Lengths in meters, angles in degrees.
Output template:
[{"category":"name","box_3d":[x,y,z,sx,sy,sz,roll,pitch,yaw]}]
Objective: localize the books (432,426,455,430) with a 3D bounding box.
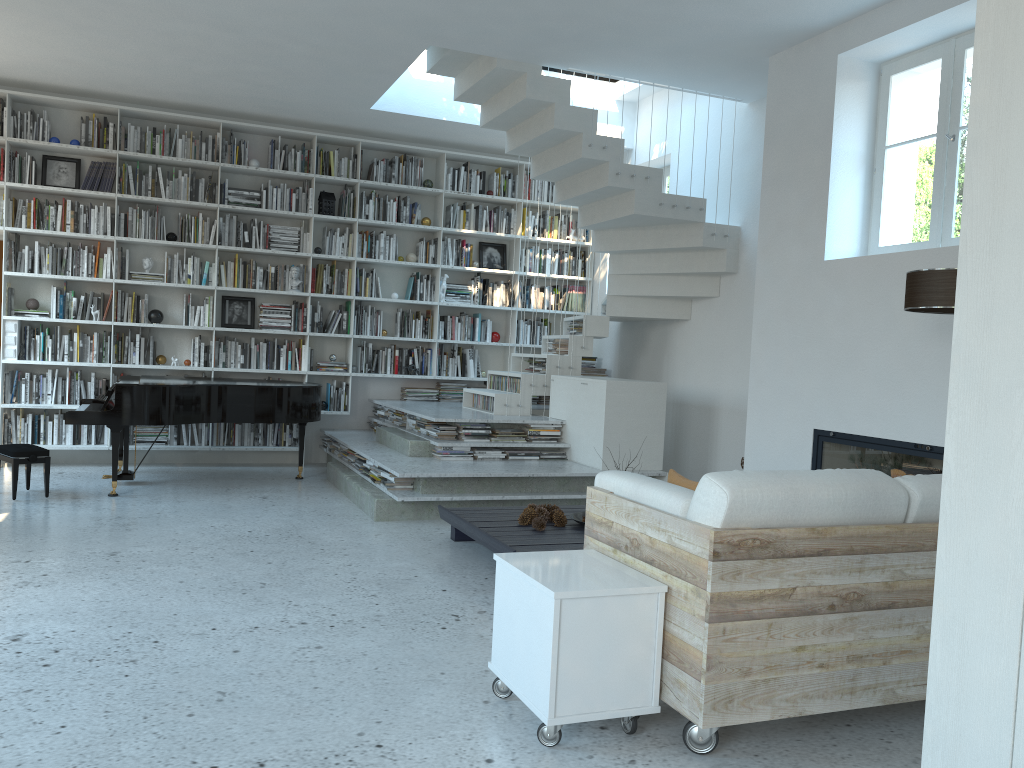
[{"category":"books","box_3d":[-0.542,0.345,7.026,0.132,0.009,0.269,2,2,-18]}]

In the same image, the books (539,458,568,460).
[{"category":"books","box_3d":[0.310,0.600,7.149,0.261,0.006,0.151,2,2,-26]}]

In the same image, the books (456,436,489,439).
[{"category":"books","box_3d":[-0.314,0.423,7.023,0.227,0.013,0.148,2,2,-24]}]

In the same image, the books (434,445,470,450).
[{"category":"books","box_3d":[-0.458,0.486,6.830,0.234,0.025,0.157,2,2,-27]}]

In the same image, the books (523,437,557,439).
[{"category":"books","box_3d":[0.223,0.435,7.240,0.262,0.016,0.131,2,2,-27]}]

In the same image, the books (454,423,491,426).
[{"category":"books","box_3d":[-0.313,0.321,7.029,0.261,0.016,0.128,2,2,-23]}]

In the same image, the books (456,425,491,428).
[{"category":"books","box_3d":[-0.306,0.334,7.010,0.228,0.009,0.159,2,2,-26]}]

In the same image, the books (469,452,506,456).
[{"category":"books","box_3d":[-0.199,0.544,6.942,0.272,0.012,0.158,2,2,-24]}]

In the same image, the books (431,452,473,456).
[{"category":"books","box_3d":[-0.463,0.541,6.836,0.285,0.008,0.159,2,2,-24]}]

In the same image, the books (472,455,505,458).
[{"category":"books","box_3d":[-0.196,0.560,6.933,0.232,0.019,0.169,2,2,-27]}]

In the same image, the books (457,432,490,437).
[{"category":"books","box_3d":[-0.306,0.399,7.005,0.215,0.013,0.189,2,2,-23]}]

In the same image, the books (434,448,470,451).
[{"category":"books","box_3d":[-0.464,0.503,6.843,0.257,0.010,0.132,2,2,-18]}]

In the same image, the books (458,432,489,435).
[{"category":"books","box_3d":[-0.309,0.387,7.014,0.210,0.012,0.168,2,2,-21]}]

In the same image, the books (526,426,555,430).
[{"category":"books","box_3d":[0.232,0.352,7.222,0.192,0.024,0.167,2,2,-17]}]

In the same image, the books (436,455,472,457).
[{"category":"books","box_3d":[-0.463,0.548,6.836,0.264,0.006,0.164,2,2,-21]}]

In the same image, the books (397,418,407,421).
[{"category":"books","box_3d":[-0.932,0.318,7.968,0.159,0.018,0.202,2,2,-24]}]

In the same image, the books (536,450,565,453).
[{"category":"books","box_3d":[0.306,0.545,7.161,0.215,0.007,0.130,2,2,-20]}]

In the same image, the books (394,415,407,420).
[{"category":"books","box_3d":[-0.939,0.301,7.964,0.179,0.017,0.292,2,2,-21]}]

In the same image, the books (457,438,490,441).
[{"category":"books","box_3d":[-0.309,0.437,7.010,0.216,0.015,0.177,2,2,-24]}]

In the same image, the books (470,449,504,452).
[{"category":"books","box_3d":[-0.200,0.517,6.946,0.242,0.005,0.152,2,2,-21]}]

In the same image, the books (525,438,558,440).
[{"category":"books","box_3d":[0.224,0.448,7.235,0.259,0.009,0.152,2,2,-25]}]

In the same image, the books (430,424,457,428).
[{"category":"books","box_3d":[-0.545,0.334,7.025,0.149,0.014,0.228,2,2,-24]}]

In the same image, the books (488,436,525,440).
[{"category":"books","box_3d":[-0.056,0.434,7.131,0.293,0.014,0.133,2,2,-25]}]

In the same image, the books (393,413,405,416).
[{"category":"books","box_3d":[-0.941,0.275,7.961,0.187,0.009,0.260,2,2,-23]}]

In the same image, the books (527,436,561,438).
[{"category":"books","box_3d":[0.233,0.425,7.216,0.281,0.008,0.181,2,2,-17]}]

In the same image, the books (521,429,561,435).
[{"category":"books","box_3d":[0.230,0.391,7.225,0.284,0.030,0.177,2,2,-21]}]

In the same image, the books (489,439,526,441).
[{"category":"books","box_3d":[-0.049,0.445,7.113,0.287,0.005,0.165,2,2,-17]}]

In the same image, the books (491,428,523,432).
[{"category":"books","box_3d":[-0.045,0.370,7.109,0.203,0.011,0.173,2,2,-27]}]

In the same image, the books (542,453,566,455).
[{"category":"books","box_3d":[0.306,0.555,7.162,0.229,0.014,0.133,2,2,-23]}]

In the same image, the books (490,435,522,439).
[{"category":"books","box_3d":[-0.049,0.420,7.116,0.214,0.015,0.177,2,2,-21]}]

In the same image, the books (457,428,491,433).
[{"category":"books","box_3d":[-0.301,0.365,6.996,0.230,0.015,0.190,2,2,-17]}]

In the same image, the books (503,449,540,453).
[{"category":"books","box_3d":[0.060,0.531,7.041,0.275,0.009,0.176,2,2,-22]}]

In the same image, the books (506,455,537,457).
[{"category":"books","box_3d":[0.066,0.564,7.044,0.254,0.005,0.160,2,2,-26]}]

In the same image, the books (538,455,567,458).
[{"category":"books","box_3d":[0.308,0.578,7.154,0.234,0.017,0.151,2,2,-21]}]

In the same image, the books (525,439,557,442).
[{"category":"books","box_3d":[0.227,0.458,7.226,0.220,0.011,0.177,2,2,-24]}]

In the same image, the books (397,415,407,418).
[{"category":"books","box_3d":[-0.936,0.286,7.964,0.161,0.012,0.254,2,2,-18]}]

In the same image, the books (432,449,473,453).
[{"category":"books","box_3d":[-0.460,0.514,6.832,0.292,0.012,0.159,2,2,-19]}]

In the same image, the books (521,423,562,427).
[{"category":"books","box_3d":[0.237,0.334,7.211,0.285,0.013,0.181,2,2,-27]}]

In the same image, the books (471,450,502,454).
[{"category":"books","box_3d":[-0.203,0.528,6.952,0.211,0.018,0.134,2,2,-19]}]

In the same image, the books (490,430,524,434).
[{"category":"books","box_3d":[-0.048,0.382,7.116,0.246,0.013,0.172,2,2,-23]}]

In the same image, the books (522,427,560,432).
[{"category":"books","box_3d":[0.234,0.370,7.216,0.261,0.012,0.179,2,2,-18]}]

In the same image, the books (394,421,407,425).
[{"category":"books","box_3d":[-0.943,0.350,7.966,0.178,0.014,0.247,2,2,-24]}]

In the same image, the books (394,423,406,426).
[{"category":"books","box_3d":[-0.950,0.363,7.964,0.182,0.011,0.253,2,2,-18]}]

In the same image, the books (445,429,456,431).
[{"category":"books","box_3d":[-0.518,0.356,7.037,0.091,0.011,0.189,2,2,-24]}]

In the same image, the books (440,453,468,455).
[{"category":"books","box_3d":[-0.460,0.527,6.829,0.210,0.012,0.168,2,2,-18]}]

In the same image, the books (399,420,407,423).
[{"category":"books","box_3d":[-0.922,0.336,7.973,0.138,0.017,0.237,2,2,-23]}]

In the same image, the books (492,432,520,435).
[{"category":"books","box_3d":[-0.050,0.393,7.121,0.179,0.010,0.160,2,2,-20]}]

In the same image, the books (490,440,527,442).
[{"category":"books","box_3d":[-0.049,0.451,7.113,0.291,0.007,0.174,2,2,-19]}]

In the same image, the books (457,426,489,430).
[{"category":"books","box_3d":[-0.310,0.347,7.019,0.221,0.018,0.154,2,2,-21]}]

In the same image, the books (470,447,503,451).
[{"category":"books","box_3d":[-0.200,0.508,6.948,0.220,0.013,0.148,2,2,-23]}]

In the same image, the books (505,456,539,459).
[{"category":"books","box_3d":[0.068,0.576,7.039,0.250,0.018,0.177,2,2,-19]}]

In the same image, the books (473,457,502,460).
[{"category":"books","box_3d":[-0.202,0.576,6.948,0.208,0.015,0.152,2,2,-24]}]

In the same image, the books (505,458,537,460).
[{"category":"books","box_3d":[0.059,0.589,7.059,0.249,0.009,0.144,2,2,-23]}]

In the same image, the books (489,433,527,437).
[{"category":"books","box_3d":[-0.043,0.406,7.101,0.273,0.014,0.187,2,2,-27]}]

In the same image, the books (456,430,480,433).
[{"category":"books","box_3d":[-0.310,0.376,7.016,0.260,0.009,0.153,2,2,-19]}]

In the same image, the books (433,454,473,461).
[{"category":"books","box_3d":[-0.456,0.564,6.819,0.262,0.023,0.200,2,2,-24]}]

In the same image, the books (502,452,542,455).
[{"category":"books","box_3d":[0.070,0.545,7.035,0.287,0.018,0.190,2,2,-23]}]

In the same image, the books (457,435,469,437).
[{"category":"books","box_3d":[-0.315,0.411,7.027,0.207,0.012,0.131,2,2,-26]}]

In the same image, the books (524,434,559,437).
[{"category":"books","box_3d":[0.226,0.413,7.234,0.268,0.014,0.159,2,2,-23]}]
